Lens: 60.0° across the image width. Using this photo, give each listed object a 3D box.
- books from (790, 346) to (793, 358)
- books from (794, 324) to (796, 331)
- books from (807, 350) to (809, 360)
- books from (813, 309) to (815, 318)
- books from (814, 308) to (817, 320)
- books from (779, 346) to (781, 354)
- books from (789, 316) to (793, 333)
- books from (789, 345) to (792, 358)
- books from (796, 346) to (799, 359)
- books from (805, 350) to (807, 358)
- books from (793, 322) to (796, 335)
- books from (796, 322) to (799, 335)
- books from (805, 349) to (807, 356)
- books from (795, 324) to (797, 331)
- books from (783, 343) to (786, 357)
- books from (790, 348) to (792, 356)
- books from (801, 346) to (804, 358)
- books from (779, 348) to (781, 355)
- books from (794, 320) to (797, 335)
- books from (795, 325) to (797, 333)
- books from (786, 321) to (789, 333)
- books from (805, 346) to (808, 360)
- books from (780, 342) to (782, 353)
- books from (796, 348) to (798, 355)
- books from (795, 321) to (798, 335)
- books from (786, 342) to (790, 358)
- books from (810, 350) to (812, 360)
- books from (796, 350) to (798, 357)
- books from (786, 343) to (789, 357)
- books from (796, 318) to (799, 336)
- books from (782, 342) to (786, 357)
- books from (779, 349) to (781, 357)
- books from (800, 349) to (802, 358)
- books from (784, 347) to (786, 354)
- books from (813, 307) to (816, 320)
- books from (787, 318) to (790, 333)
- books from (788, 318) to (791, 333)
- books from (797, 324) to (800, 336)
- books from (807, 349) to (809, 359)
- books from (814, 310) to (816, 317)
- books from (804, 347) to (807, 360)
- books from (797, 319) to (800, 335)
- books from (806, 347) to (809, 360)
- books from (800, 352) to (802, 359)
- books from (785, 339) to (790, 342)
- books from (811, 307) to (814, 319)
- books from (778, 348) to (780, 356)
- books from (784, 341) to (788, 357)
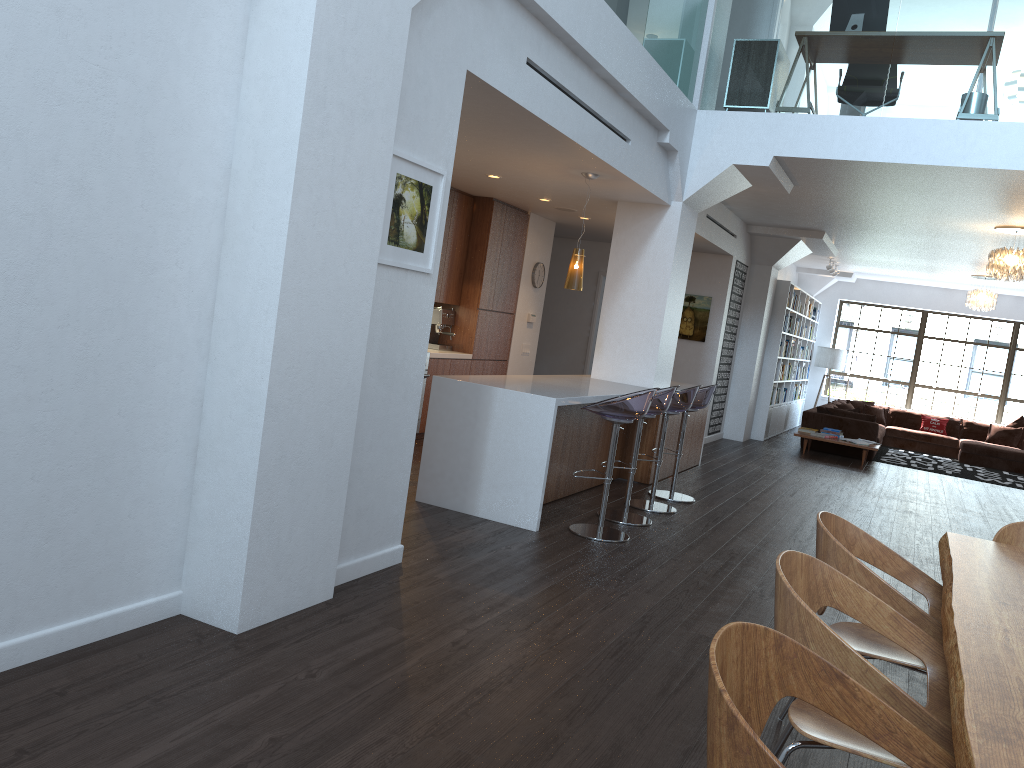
[{"bbox_3d":[4.581,-0.545,14.759,0.161,0.207,0.135,10,5,24],"label":"books"},{"bbox_3d":[4.539,-0.932,14.511,0.174,0.239,0.045,10,5,24],"label":"books"},{"bbox_3d":[5.540,-0.569,16.833,0.161,0.207,0.135,10,5,24],"label":"books"},{"bbox_3d":[5.572,-1.333,16.623,0.183,0.253,0.042,10,5,24],"label":"books"},{"bbox_3d":[5.663,-1.336,16.822,0.183,0.253,0.042,10,5,24],"label":"books"},{"bbox_3d":[4.025,-0.508,13.528,0.120,0.167,0.020,10,5,24],"label":"books"},{"bbox_3d":[4.395,-0.955,14.253,0.198,0.284,0.049,10,5,24],"label":"books"},{"bbox_3d":[4.484,-0.560,14.546,0.174,0.240,0.054,10,5,24],"label":"books"},{"bbox_3d":[4.880,-0.573,15.416,0.171,0.246,0.036,10,5,24],"label":"books"},{"bbox_3d":[5.405,-0.587,16.551,0.171,0.246,0.039,10,5,24],"label":"books"},{"bbox_3d":[4.513,-0.937,14.442,0.182,0.253,0.034,10,5,24],"label":"books"},{"bbox_3d":[4.683,-0.936,14.829,0.174,0.239,0.045,10,5,24],"label":"books"},{"bbox_3d":[5.367,-0.573,16.447,0.161,0.223,0.032,10,5,24],"label":"books"},{"bbox_3d":[4.622,-0.926,14.697,0.161,0.223,0.026,10,5,24],"label":"books"},{"bbox_3d":[4.217,-0.544,13.966,0.161,0.223,0.027,10,5,24],"label":"books"},{"bbox_3d":[4.519,-0.552,14.614,0.161,0.223,0.032,10,5,24],"label":"books"},{"bbox_3d":[5.236,-0.573,16.158,0.140,0.231,0.042,10,5,24],"label":"books"},{"bbox_3d":[4.042,-0.505,13.550,0.106,0.162,0.032,10,5,24],"label":"books"},{"bbox_3d":[4.581,-0.940,14.602,0.182,0.253,0.034,10,5,24],"label":"books"},{"bbox_3d":[4.635,-0.926,14.721,0.161,0.223,0.027,10,5,24],"label":"books"},{"bbox_3d":[4.209,-0.932,13.826,0.183,0.253,0.042,10,5,24],"label":"books"},{"bbox_3d":[5.434,-0.595,16.625,0.180,0.259,0.042,10,5,24],"label":"books"},{"bbox_3d":[4.057,-0.543,13.608,0.140,0.231,0.042,10,5,24],"label":"books"},{"bbox_3d":[4.813,-0.574,15.255,0.174,0.251,0.051,10,5,24],"label":"books"},{"bbox_3d":[4.659,-0.939,14.784,0.170,0.245,0.057,10,5,24],"label":"books"},{"bbox_3d":[4.350,-0.562,14.239,0.182,0.253,0.034,10,5,24],"label":"books"},{"bbox_3d":[5.715,-0.578,17.212,0.182,0.215,0.188,10,5,24],"label":"books"},{"bbox_3d":[4.844,-0.559,15.318,0.161,0.223,0.030,10,5,24],"label":"books"},{"bbox_3d":[4.314,-0.555,14.174,0.174,0.239,0.045,10,5,24],"label":"books"},{"bbox_3d":[4.714,-0.963,14.899,0.176,0.290,0.053,10,5,24],"label":"books"},{"bbox_3d":[4.165,-0.552,13.858,0.174,0.239,0.045,10,5,24],"label":"books"},{"bbox_3d":[4.053,-0.508,13.572,0.107,0.167,0.017,10,5,24],"label":"books"},{"bbox_3d":[5.098,-0.549,15.860,0.139,0.191,0.036,10,5,24],"label":"books"},{"bbox_3d":[4.226,-0.545,13.991,0.161,0.223,0.026,10,5,24],"label":"books"},{"bbox_3d":[5.608,-1.334,16.703,0.183,0.253,0.042,10,5,24],"label":"books"},{"bbox_3d":[4.277,-0.931,13.976,0.171,0.246,0.039,10,5,24],"label":"books"},{"bbox_3d":[4.306,-0.936,14.044,0.183,0.253,0.042,10,5,24],"label":"books"},{"bbox_3d":[4.776,-0.943,15.019,0.159,0.250,0.026,10,5,24],"label":"books"},{"bbox_3d":[5.511,-0.584,16.784,0.174,0.236,0.142,10,5,24],"label":"books"},{"bbox_3d":[5.627,-1.335,16.742,0.183,0.253,0.042,10,5,24],"label":"books"},{"bbox_3d":[5.332,-0.581,16.380,0.174,0.240,0.054,10,5,24],"label":"books"},{"bbox_3d":[4.735,-0.961,14.956,0.197,0.283,0.065,10,5,24],"label":"books"},{"bbox_3d":[5.475,-0.592,16.701,0.183,0.253,0.042,10,5,24],"label":"books"},{"bbox_3d":[5.139,-0.543,15.945,0.128,0.178,0.022,10,5,24],"label":"books"},{"bbox_3d":[4.369,-0.582,14.298,0.176,0.294,0.102,10,5,24],"label":"books"},{"bbox_3d":[5.460,-1.313,16.352,0.161,0.223,0.032,10,5,24],"label":"books"},{"bbox_3d":[4.011,-0.501,13.494,0.110,0.153,0.019,10,5,24],"label":"books"},{"bbox_3d":[4.272,-0.561,14.083,0.182,0.253,0.034,10,5,24],"label":"books"}]
